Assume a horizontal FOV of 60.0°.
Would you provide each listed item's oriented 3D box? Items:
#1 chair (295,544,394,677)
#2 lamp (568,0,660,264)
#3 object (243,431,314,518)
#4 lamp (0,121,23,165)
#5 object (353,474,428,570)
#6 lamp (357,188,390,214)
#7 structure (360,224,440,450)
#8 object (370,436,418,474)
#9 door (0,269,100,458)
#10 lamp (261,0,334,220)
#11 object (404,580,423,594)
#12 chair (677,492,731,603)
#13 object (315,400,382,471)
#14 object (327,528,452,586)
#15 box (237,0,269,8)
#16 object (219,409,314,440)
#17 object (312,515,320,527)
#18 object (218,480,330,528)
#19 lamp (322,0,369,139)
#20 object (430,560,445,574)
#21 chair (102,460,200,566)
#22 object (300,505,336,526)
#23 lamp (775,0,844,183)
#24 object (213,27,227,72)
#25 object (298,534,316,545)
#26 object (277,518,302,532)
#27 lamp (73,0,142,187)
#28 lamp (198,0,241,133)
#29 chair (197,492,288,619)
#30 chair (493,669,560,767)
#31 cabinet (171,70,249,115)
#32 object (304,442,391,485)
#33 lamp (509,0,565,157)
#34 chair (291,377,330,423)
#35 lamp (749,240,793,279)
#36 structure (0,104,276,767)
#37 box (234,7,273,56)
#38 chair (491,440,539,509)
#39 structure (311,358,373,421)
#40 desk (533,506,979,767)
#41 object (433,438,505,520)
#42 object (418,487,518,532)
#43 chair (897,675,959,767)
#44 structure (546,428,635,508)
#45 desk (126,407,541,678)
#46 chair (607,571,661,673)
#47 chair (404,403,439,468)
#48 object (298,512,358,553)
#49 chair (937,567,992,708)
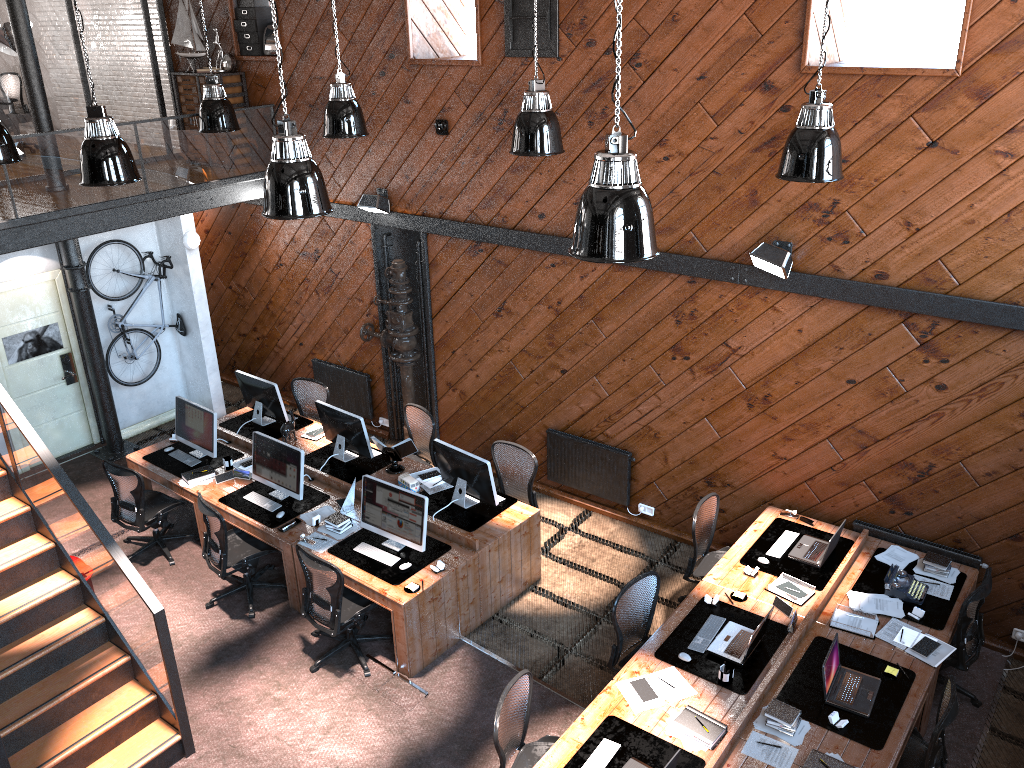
[{"bbox_3d":[-1.395,1.737,7.287,0.770,1.085,0.792,9,26,24],"label":"chair"},{"bbox_3d":[0.470,-1.740,3.892,0.445,2.372,0.445,-4,23,-5],"label":"lamp"},{"bbox_3d":[-2.209,0.834,8.221,0.654,0.576,0.735,-3,23,-4],"label":"object"},{"bbox_3d":[-4.633,-3.059,7.422,0.445,2.372,0.445,14,28,32],"label":"lamp"},{"bbox_3d":[-0.976,1.111,7.493,0.714,0.573,0.610,15,28,33],"label":"object"},{"bbox_3d":[-1.505,-1.997,9.742,0.328,0.260,0.262,15,28,34],"label":"lamp"},{"bbox_3d":[-1.303,-0.494,10.412,1.003,2.745,0.500,19,30,39],"label":"structure"},{"bbox_3d":[-1.165,0.672,8.737,0.417,0.380,0.304,3,24,10],"label":"object"},{"bbox_3d":[-5.541,-0.141,10.428,0.064,2.268,1.013,15,28,34],"label":"door"},{"bbox_3d":[-1.391,-2.182,5.171,0.445,2.372,0.445,-14,26,-28],"label":"lamp"},{"bbox_3d":[-0.778,1.601,7.004,0.154,0.026,0.158,-4,23,-5],"label":"object"},{"bbox_3d":[1.830,1.524,7.580,0.792,1.085,0.770,5,24,15],"label":"chair"},{"bbox_3d":[-1.663,0.488,8.997,0.642,0.578,0.772,-4,23,-6],"label":"object"},{"bbox_3d":[-1.039,1.399,7.518,0.848,0.008,0.687,16,29,35],"label":"object"},{"bbox_3d":[-3.002,-4.478,10.236,0.313,0.241,0.213,15,28,34],"label":"box"},{"bbox_3d":[-2.734,0.438,9.868,0.848,0.008,0.687,16,29,35],"label":"object"},{"bbox_3d":[-1.737,1.217,7.873,0.034,0.102,0.076,16,29,35],"label":"object"},{"bbox_3d":[-2.236,1.078,8.343,0.848,0.008,0.687,16,29,35],"label":"object"},{"bbox_3d":[-1.623,-3.472,8.032,0.445,2.372,0.445,-8,24,-14],"label":"lamp"},{"bbox_3d":[-0.606,1.487,7.215,0.106,0.063,0.082,-17,28,-32],"label":"object"},{"bbox_3d":[-3.610,1.164,8.762,0.770,1.085,0.792,5,24,15],"label":"chair"},{"bbox_3d":[-1.747,1.193,8.049,0.315,0.002,0.246,-18,28,-34],"label":"object"},{"bbox_3d":[1.994,-2.499,5.568,0.445,2.372,0.445,14,28,32],"label":"lamp"},{"bbox_3d":[-3.434,-3.900,10.339,0.144,0.487,0.145,19,31,40],"label":"object"},{"bbox_3d":[-1.769,1.333,7.646,0.159,0.064,0.054,9,25,23],"label":"object"},{"bbox_3d":[-1.979,1.254,7.888,0.089,0.031,0.215,15,28,34],"label":"object"},{"bbox_3d":[-3.123,-2.653,6.379,0.445,2.372,0.445,-2,23,0],"label":"lamp"},{"bbox_3d":[-3.202,-3.843,9.160,0.445,2.372,0.445,-2,23,0],"label":"lamp"},{"bbox_3d":[-2.479,1.439,8.051,0.770,1.085,0.792,15,28,33],"label":"chair"},{"bbox_3d":[0.214,2.408,5.620,0.792,1.085,0.770,1,23,6],"label":"chair"},{"bbox_3d":[-3.644,-3.248,10.854,0.957,1.081,0.365,15,28,34],"label":"cabinet"},{"bbox_3d":[-1.677,0.771,9.024,0.848,0.008,0.687,16,29,35],"label":"object"},{"bbox_3d":[0.176,-2.984,6.783,0.445,2.372,0.445,-20,29,-36],"label":"lamp"},{"bbox_3d":[-2.382,0.533,10.158,0.770,1.085,0.792,5,24,15],"label":"chair"},{"bbox_3d":[2.105,-1.009,7.211,0.328,0.287,0.283,15,28,34],"label":"lamp"},{"bbox_3d":[-4.928,0.686,7.117,5.793,4.603,10.620,15,28,34],"label":"structure"},{"bbox_3d":[-3.006,-4.122,10.370,0.374,0.519,0.299,15,28,34],"label":"box"},{"bbox_3d":[-0.079,1.163,8.544,0.770,1.085,0.792,9,26,24],"label":"chair"},{"bbox_3d":[-2.145,0.076,11.297,1.064,0.628,0.073,15,28,34],"label":"structure"},{"bbox_3d":[1.796,2.265,6.164,1.748,0.840,4.117,15,28,34],"label":"desk"},{"bbox_3d":[-0.402,0.844,8.087,0.663,0.578,0.811,0,23,3],"label":"object"},{"bbox_3d":[-0.474,1.089,8.207,0.848,0.008,0.687,16,29,35],"label":"object"},{"bbox_3d":[2.432,2.344,5.629,0.792,1.085,0.770,5,24,15],"label":"chair"},{"bbox_3d":[0.807,0.879,9.237,1.064,0.628,0.073,15,28,34],"label":"structure"},{"bbox_3d":[-1.876,1.244,8.779,4.117,0.840,1.748,17,29,36],"label":"desk"},{"bbox_3d":[1.087,1.989,6.542,0.792,1.085,0.770,9,26,24],"label":"chair"},{"bbox_3d":[-1.106,0.820,9.408,0.770,1.085,0.792,15,28,33],"label":"chair"},{"bbox_3d":[-1.607,1.274,7.729,0.319,0.098,0.478,14,28,32],"label":"object"},{"bbox_3d":[3.212,1.859,6.713,0.792,1.085,0.770,9,26,24],"label":"chair"}]
